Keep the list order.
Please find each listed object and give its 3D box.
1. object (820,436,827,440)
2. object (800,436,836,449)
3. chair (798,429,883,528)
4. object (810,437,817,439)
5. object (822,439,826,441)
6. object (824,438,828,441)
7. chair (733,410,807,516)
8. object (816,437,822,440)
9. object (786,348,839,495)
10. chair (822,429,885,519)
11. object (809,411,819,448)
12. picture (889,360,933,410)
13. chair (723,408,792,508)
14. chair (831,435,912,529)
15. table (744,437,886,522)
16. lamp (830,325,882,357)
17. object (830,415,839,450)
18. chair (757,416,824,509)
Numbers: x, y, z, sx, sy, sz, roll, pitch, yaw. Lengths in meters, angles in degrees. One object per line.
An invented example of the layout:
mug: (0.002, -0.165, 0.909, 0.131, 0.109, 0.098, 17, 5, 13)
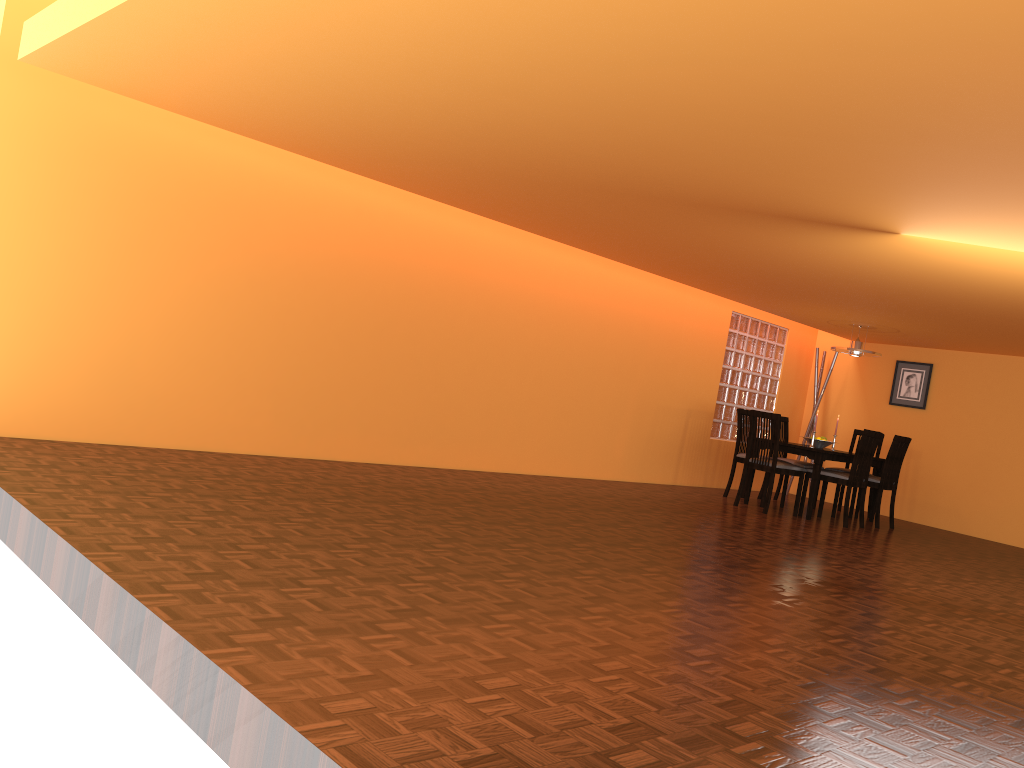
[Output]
object: (2.727, 0.494, 7.781, 0.069, 0.066, 0.069, 10, 0, -33)
object: (2.671, 0.520, 7.730, 0.337, 0.072, 0.337, 10, 0, 13)
chair: (2.706, 0.748, 7.299, 0.373, 0.809, 0.465, 10, 1, -43)
object: (2.633, 0.499, 7.733, 0.087, 0.076, 0.089, 10, 0, -37)
object: (2.689, 0.500, 7.654, 0.055, 0.046, 0.046, 10, 0, 10)
object: (2.727, 0.508, 7.702, 0.055, 0.070, 0.066, 10, 0, 28)
chair: (2.132, 0.648, 7.276, 0.465, 0.809, 0.373, 10, 0, -38)
object: (2.643, 0.481, 7.640, 0.046, 0.046, 0.055, 10, 0, 30)
object: (3.148, 0.419, 9.255, 0.226, 1.589, 0.308, 10, 0, -21)
chair: (3.191, 0.826, 8.270, 0.373, 0.809, 0.465, 10, 1, 42)
object: (2.559, 0.374, 7.491, 0.044, 0.326, 0.044, 10, 0, 36)
picture: (3.970, 0.006, 8.829, 0.014, 0.456, 0.361, 10, 1, -43)
chair: (2.192, 0.655, 7.859, 0.373, 0.809, 0.465, 10, 1, -43)
chair: (3.121, 0.818, 7.693, 0.373, 0.809, 0.465, 10, 1, -43)
table: (2.653, 0.850, 7.751, 1.259, 0.584, 0.697, 10, 1, -43)
lamp: (3.104, -0.386, 7.961, 0.435, 0.274, 0.435, 10, 0, -21)
object: (2.892, 0.429, 7.922, 0.044, 0.326, 0.044, 10, 0, 36)
chair: (2.607, 0.724, 8.253, 0.373, 0.809, 0.465, 10, 1, -43)
